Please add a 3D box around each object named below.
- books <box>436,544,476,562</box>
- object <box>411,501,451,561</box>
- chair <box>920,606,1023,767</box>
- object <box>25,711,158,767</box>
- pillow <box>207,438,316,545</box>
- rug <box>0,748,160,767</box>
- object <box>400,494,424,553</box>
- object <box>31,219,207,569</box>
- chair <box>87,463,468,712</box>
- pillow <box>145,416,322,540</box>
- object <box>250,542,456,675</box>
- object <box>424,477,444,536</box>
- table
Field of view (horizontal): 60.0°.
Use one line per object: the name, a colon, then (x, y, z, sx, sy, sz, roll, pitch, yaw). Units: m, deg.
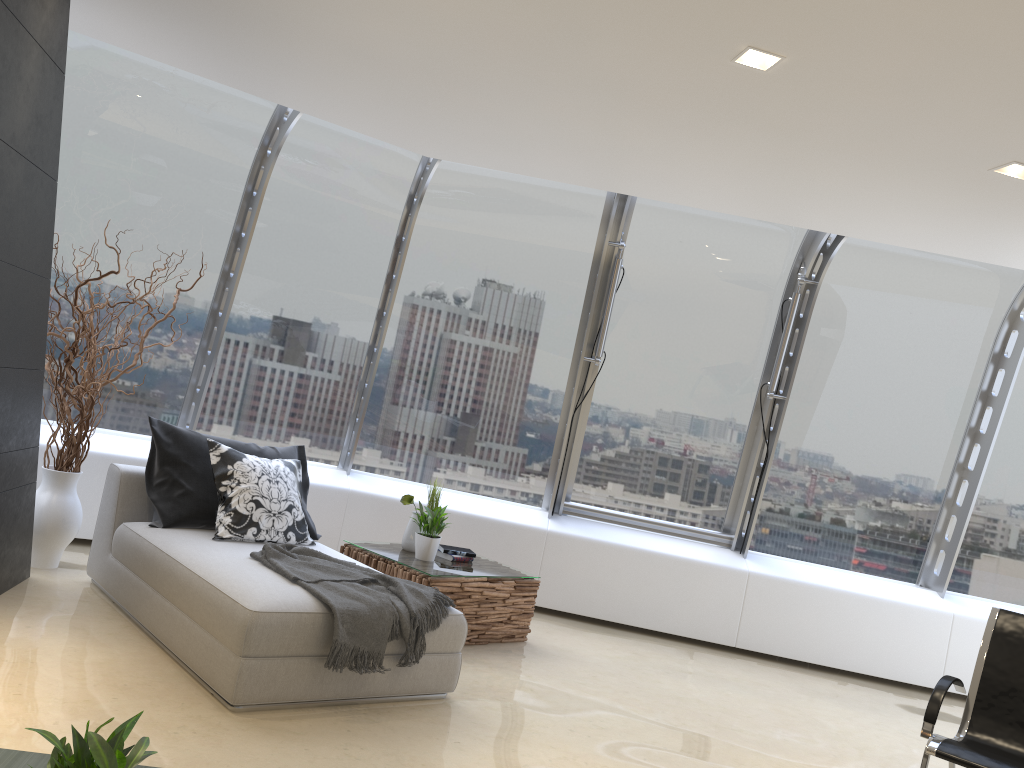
books: (-0.370, 1.112, 5.800, 0.265, 0.063, 0.246, 13, -3, -24)
object: (-0.516, 0.918, 5.557, 0.284, 0.369, 0.215, 10, -3, 22)
chair: (2.156, 1.501, 3.653, 0.752, 0.972, 0.943, 9, -3, 39)
object: (-0.928, 0.896, 1.925, 0.284, 0.369, 0.215, 13, -3, -33)
pillow: (-1.401, 0.629, 4.988, 0.431, 0.528, 0.683, 9, -4, 44)
rug: (-0.882, 1.278, 1.872, 2.923, 0.012, 2.194, 12, -3, -10)
object: (-0.655, 0.895, 5.723, 0.152, 0.370, 0.297, 10, -3, 34)
object: (-2.756, 0.014, 5.128, 1.370, 2.059, 1.508, 12, -3, -10)
chair: (-1.291, 0.988, 4.688, 1.176, 0.690, 2.068, 14, -4, -40)
pillow: (-1.614, 0.578, 5.198, 1.070, 0.597, 0.510, 14, -4, -41)
object: (-0.753, 1.048, 4.310, 0.825, 0.359, 1.024, 14, -4, -42)
object: (-0.545, 0.856, 5.942, 0.153, 0.511, 0.150, 14, -4, -42)
table: (-0.487, 1.337, 5.694, 0.923, 0.436, 1.007, 9, -4, 44)
